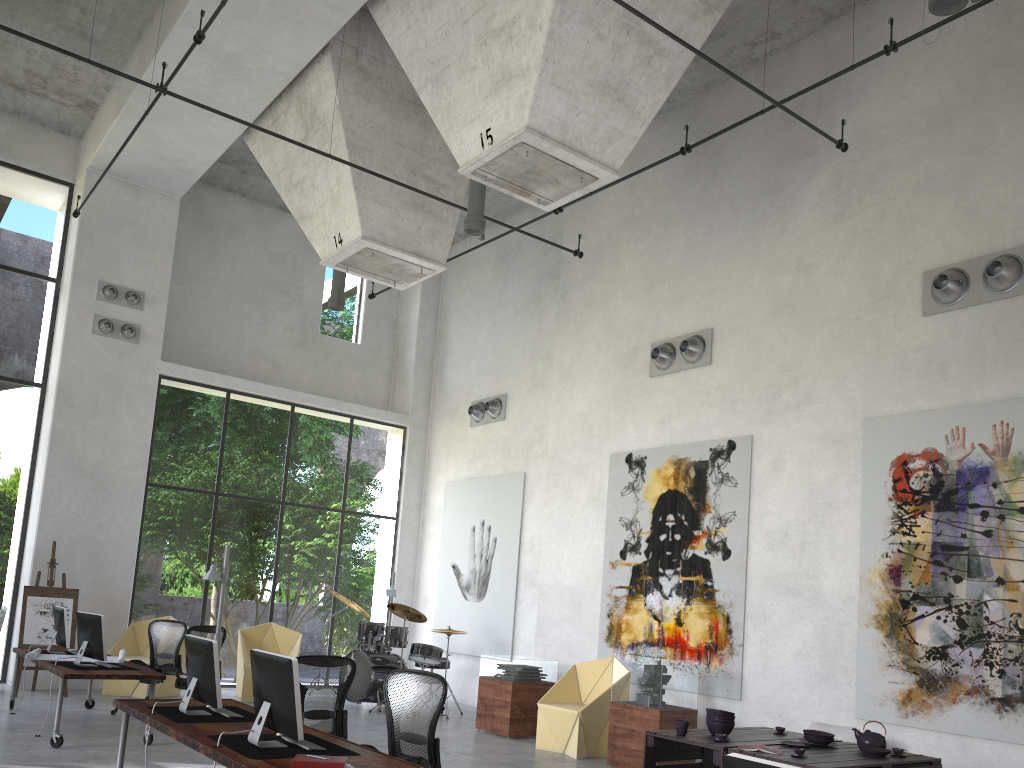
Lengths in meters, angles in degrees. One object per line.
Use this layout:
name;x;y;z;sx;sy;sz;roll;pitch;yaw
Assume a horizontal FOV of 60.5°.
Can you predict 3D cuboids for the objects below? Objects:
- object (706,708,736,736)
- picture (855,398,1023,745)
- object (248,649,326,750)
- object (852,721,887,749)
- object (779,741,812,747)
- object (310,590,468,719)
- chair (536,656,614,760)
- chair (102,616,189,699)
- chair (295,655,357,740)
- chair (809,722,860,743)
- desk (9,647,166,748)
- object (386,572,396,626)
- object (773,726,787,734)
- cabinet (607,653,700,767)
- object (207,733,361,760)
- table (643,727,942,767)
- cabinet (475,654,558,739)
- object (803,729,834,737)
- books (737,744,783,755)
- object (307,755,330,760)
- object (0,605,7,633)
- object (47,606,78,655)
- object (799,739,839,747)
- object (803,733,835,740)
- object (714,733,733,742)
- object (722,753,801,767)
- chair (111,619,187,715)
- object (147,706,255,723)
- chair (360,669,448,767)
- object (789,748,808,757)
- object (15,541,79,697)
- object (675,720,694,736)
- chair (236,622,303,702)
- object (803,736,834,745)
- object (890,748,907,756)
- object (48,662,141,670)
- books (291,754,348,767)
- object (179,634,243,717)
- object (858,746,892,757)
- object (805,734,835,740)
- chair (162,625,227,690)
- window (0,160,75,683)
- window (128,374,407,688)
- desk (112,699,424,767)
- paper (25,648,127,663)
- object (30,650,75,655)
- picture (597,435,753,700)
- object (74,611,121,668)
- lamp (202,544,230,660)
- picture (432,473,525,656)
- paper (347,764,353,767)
object;1.633;2.653;6.889;0.216;0.210;0.195;12;-13;-35
picture;4.189;1.663;7.987;0.021;2.965;2.237;9;-11;-36
object;-1.395;1.946;5.428;0.381;0.542;0.722;11;-13;-34
object;2.724;2.667;6.654;0.215;0.228;0.220;12;-13;-38
object;2.128;2.707;6.592;0.238;0.019;0.236;16;-19;-40
object;-1.862;4.218;13.931;2.982;1.711;1.917;-5;-14;37
chair;0.892;3.882;10.654;0.946;1.148;0.987;12;-13;-38
chair;-5.370;4.002;12.954;0.978;1.148;0.955;2;-10;12
chair;-1.679;2.745;7.028;0.794;1.163;0.784;-3;-11;37
chair;2.769;3.475;7.842;0.696;0.804;0.787;-3;-13;38
desk;-4.856;3.463;9.852;0.986;0.710;3.162;13;-16;-35
object;-2.169;4.380;15.450;0.580;2.114;0.606;5;-7;-2
object;2.241;2.882;7.307;0.138;0.055;0.118;9;-14;-21
cabinet;1.539;3.604;9.582;0.601;1.233;0.749;10;-11;-36
object;-1.412;2.222;5.395;0.696;0.008;0.858;14;-17;-34
table;2.086;3.129;6.648;1.525;0.780;1.617;14;-16;-36
cabinet;0.060;4.161;11.723;0.752;0.995;0.741;11;-12;-36
object;2.355;2.704;6.755;0.232;0.057;0.231;15;-17;-36
books;1.769;2.592;6.256;0.304;0.029;0.228;-1;-15;20
object;-1.051;2.025;4.766;0.149;0.011;0.011;-1;-12;22
object;-7.339;3.652;12.181;0.441;1.188;0.419;0;-9;31
object;-5.373;2.978;10.626;0.381;0.542;0.722;11;-13;-34
object;2.355;2.762;6.744;0.296;0.023;0.302;-4;-16;30
object;2.357;2.727;6.746;0.232;0.061;0.230;16;-18;-40
object;1.572;2.642;6.562;0.117;0.055;0.140;-6;-17;38
object;0.927;1.344;2.395;0.381;0.542;0.722;11;-13;-34
chair;-4.511;3.570;11.082;0.770;1.163;0.809;4;-9;2
object;-2.244;2.438;6.481;0.696;0.008;0.858;14;-17;-34
chair;-0.803;2.505;5.835;0.770;1.163;0.809;1;-10;22
object;1.979;2.549;6.082;0.138;0.055;0.119;-3;-15;28
object;-6.464;3.247;12.237;0.702;2.106;0.689;10;-9;-35
object;1.316;2.642;6.744;0.130;0.107;0.102;-7;-15;44
chair;-3.742;4.263;13.500;0.984;1.148;0.950;7;-10;-17
object;2.355;2.742;6.746;0.229;0.046;0.235;1;-14;12
object;2.847;2.714;6.474;0.116;0.055;0.141;1;-14;14
object;-4.448;3.010;9.362;0.854;0.008;0.699;-10;-20;43
books;-1.040;2.056;4.764;0.285;0.051;0.207;5;-14;-5
object;-2.226;2.161;6.514;0.381;0.542;0.722;11;-13;-34
object;2.639;2.679;6.389;0.229;0.046;0.234;-4;-16;30
object;2.360;2.715;6.751;0.232;0.061;0.231;16;-18;-40
chair;-3.934;3.517;10.706;0.791;1.163;0.787;2;-10;17
window;-9.600;0.021;11.730;6.037;7.709;0.067;12;-10;-37
window;-3.982;2.711;14.987;4.621;4.805;0.020;12;-10;-37
desk;-1.827;2.667;5.855;0.986;0.710;3.162;13;-16;-35
paper;-4.968;3.108;10.081;1.085;0.103;0.991;11;-16;-26
object;-5.391;3.254;10.594;0.696;0.008;0.858;14;-17;-34
picture;1.951;2.244;10.912;0.021;2.964;2.375;9;-11;-36
object;-4.430;2.733;9.394;0.719;0.543;0.383;-7;-15;44
lamp;-3.390;2.916;10.105;0.603;2.114;0.583;10;-9;-36
picture;-0.617;3.093;14.980;0.021;2.964;2.358;9;-11;-36
paper;-1.009;2.091;4.789;0.292;0.001;0.214;9;-15;-19
